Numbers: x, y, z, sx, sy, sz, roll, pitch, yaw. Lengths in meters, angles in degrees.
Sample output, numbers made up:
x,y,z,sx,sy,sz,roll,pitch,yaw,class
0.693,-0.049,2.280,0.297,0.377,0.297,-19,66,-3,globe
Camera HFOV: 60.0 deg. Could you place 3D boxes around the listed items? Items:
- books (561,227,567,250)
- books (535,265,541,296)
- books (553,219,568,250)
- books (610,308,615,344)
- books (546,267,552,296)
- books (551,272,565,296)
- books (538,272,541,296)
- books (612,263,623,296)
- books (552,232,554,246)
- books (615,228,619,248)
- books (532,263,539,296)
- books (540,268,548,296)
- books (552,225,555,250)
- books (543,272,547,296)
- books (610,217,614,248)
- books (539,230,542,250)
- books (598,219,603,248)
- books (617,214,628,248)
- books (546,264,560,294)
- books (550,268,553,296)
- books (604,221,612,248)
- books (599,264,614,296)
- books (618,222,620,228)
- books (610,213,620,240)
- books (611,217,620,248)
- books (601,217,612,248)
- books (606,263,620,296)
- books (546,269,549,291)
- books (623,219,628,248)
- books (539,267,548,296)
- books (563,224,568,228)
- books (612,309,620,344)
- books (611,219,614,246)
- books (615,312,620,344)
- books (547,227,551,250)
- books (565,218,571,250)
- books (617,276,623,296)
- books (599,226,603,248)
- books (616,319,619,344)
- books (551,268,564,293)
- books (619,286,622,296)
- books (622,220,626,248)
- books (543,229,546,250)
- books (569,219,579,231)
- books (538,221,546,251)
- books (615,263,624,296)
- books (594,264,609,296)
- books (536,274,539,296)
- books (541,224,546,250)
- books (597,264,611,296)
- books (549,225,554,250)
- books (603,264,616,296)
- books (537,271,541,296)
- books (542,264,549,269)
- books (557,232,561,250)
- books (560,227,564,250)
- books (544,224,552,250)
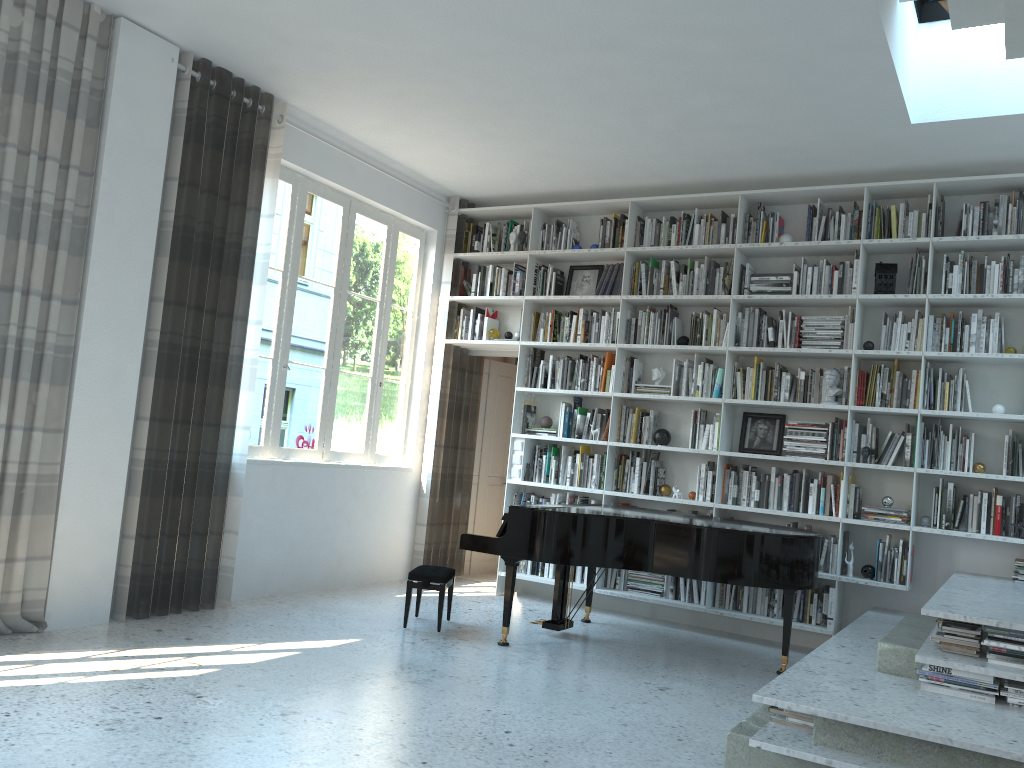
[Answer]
x,y,z,sx,sy,sz,roll,pitch,yaw,class
0.451,-1.141,7.175,0.021,0.213,0.173,3,-4,30,books
0.237,-0.822,7.271,0.006,0.287,0.148,3,-4,30,books
0.390,-1.178,7.206,0.015,0.279,0.190,3,-4,30,books
0.809,-0.429,6.877,0.012,0.290,0.182,3,-4,30,books
0.340,-0.804,7.194,0.023,0.258,0.183,3,-4,30,books
0.373,-0.780,7.172,0.012,0.214,0.185,3,-4,30,books
0.263,-0.786,7.229,0.004,0.214,0.186,3,-4,30,books
0.854,-0.787,6.931,0.078,0.285,0.174,3,-4,30,books
0.369,-1.133,7.247,0.014,0.192,0.146,3,-4,30,books
0.856,-1.107,6.950,0.027,0.190,0.177,3,-4,30,books
0.220,-0.827,7.269,0.005,0.292,0.184,3,-4,30,books
0.285,-0.801,7.219,0.004,0.246,0.189,3,-4,30,books
0.378,-1.168,7.231,0.016,0.260,0.154,3,-4,30,books
0.306,-0.786,7.212,0.018,0.218,0.186,3,-4,30,books
0.818,-1.155,6.985,0.013,0.283,0.167,3,-4,30,books
0.267,-1.145,7.296,0.017,0.204,0.142,3,-4,30,books
0.729,-1.157,7.045,0.013,0.277,0.151,3,-4,30,books
0.878,-1.160,6.931,0.025,0.297,0.163,3,-4,30,books
0.334,-0.814,7.210,0.005,0.281,0.191,3,-4,30,books
0.359,-0.798,7.193,0.011,0.249,0.168,3,-4,30,books
0.781,-1.141,6.992,0.028,0.249,0.155,3,-4,30,books
0.770,-0.788,6.958,0.110,0.279,0.174,3,-4,30,books
0.854,-1.137,6.983,0.013,0.254,0.129,3,-4,30,books
0.815,-1.173,7.006,0.014,0.320,0.137,3,-4,30,books
0.831,-1.151,6.965,0.011,0.274,0.184,3,-4,30,books
0.760,-1.157,7.007,0.024,0.279,0.188,3,-4,30,books
0.815,-0.788,6.930,0.097,0.282,0.174,3,-4,30,books
0.322,-0.796,7.216,0.019,0.243,0.153,3,-4,30,books
0.924,-1.136,6.914,0.031,0.254,0.178,3,-4,30,books
0.278,-0.807,7.239,0.009,0.260,0.184,3,-4,30,books
0.435,-1.160,7.206,0.013,0.252,0.129,3,-4,30,books
0.829,-0.426,6.880,0.022,0.289,0.169,3,-4,30,books
0.821,-1.146,6.969,0.010,0.263,0.157,3,-4,30,books
0.851,-0.412,6.862,0.035,0.263,0.178,3,-4,30,books
0.338,-1.152,7.251,0.013,0.225,0.177,3,-4,30,books
0.477,-1.182,7.189,0.007,0.301,0.145,3,-4,30,books
0.893,-0.785,6.908,0.078,0.285,0.174,3,-4,30,books
0.737,-1.128,7.022,0.028,0.218,0.153,3,-4,30,books
0.868,-0.383,6.820,0.039,0.202,0.236,3,-4,30,books
0.368,-0.800,7.186,0.012,0.254,0.166,3,-4,30,books
0.905,-0.786,6.885,0.078,0.285,0.174,3,-4,30,books
0.908,-1.138,6.939,0.022,0.260,0.152,3,-4,30,books
0.297,-1.146,7.285,0.032,0.210,0.158,3,-4,30,books
0.492,-1.176,7.193,0.015,0.293,0.131,3,-4,30,books
0.265,-1.185,7.312,0.007,0.285,0.159,3,-4,30,books
0.875,-0.786,6.923,0.078,0.285,0.174,3,-4,30,books
0.735,-0.789,6.989,0.110,0.279,0.174,3,-4,30,books
0.245,-0.780,7.266,0.015,0.206,0.172,3,-4,30,books
0.283,-1.171,7.297,0.007,0.258,0.156,3,-4,30,books
0.759,-0.787,6.985,0.110,0.279,0.174,3,-4,30,books
0.354,-1.160,7.248,0.016,0.243,0.156,3,-4,30,books
0.798,-0.785,6.962,0.110,0.279,0.174,3,-4,30,books
0.263,-0.793,7.241,0.009,0.228,0.184,3,-4,30,books
0.268,-0.821,7.260,0.006,0.288,0.144,3,-4,30,books
0.412,-1.127,7.208,0.026,0.182,0.161,3,-4,30,books
0.440,-1.144,7.190,0.013,0.219,0.181,3,-4,30,books
0.315,-1.166,7.268,0.012,0.249,0.180,3,-4,30,books
